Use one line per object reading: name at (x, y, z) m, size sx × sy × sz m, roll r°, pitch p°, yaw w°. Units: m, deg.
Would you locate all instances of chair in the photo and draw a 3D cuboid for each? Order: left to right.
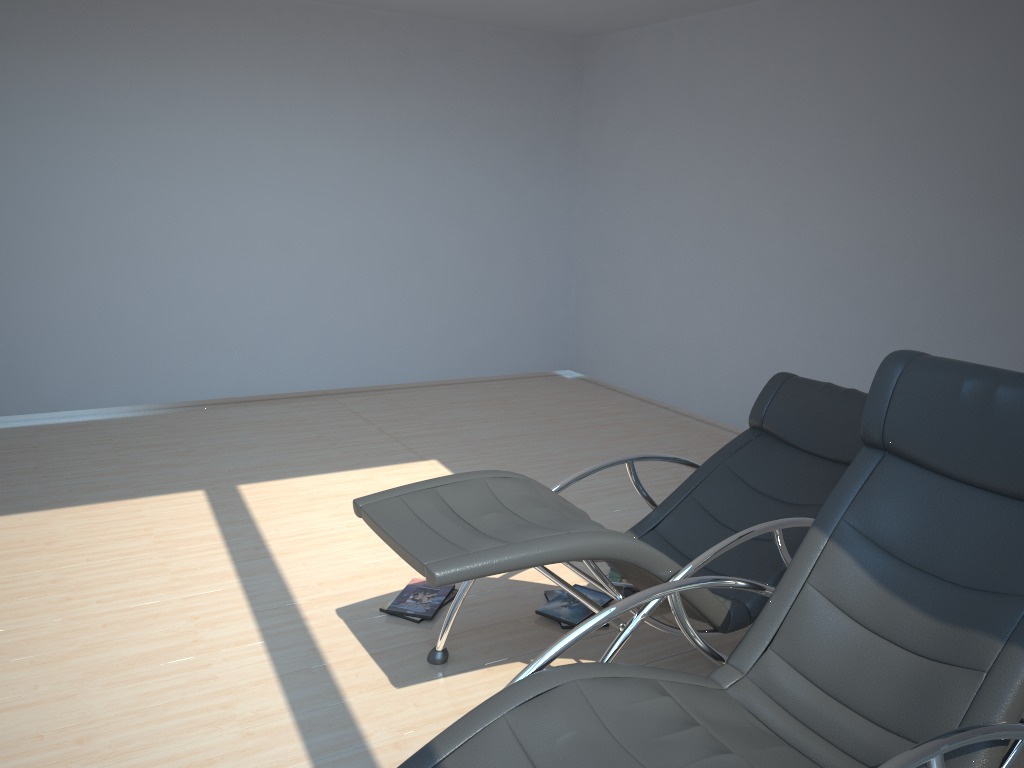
chair at (0.550, 0.548, 3.108) m, size 2.114 × 0.953 × 0.836 m, roll -5°, pitch 14°, yaw -30°
chair at (0.598, 0.640, 2.004) m, size 1.938 × 1.251 × 0.836 m, roll -5°, pitch 14°, yaw -30°

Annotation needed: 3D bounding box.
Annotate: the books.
books at (-0.742, 1.111, 2.043) m, size 1.045 × 0.222 × 4.790 m, roll 8°, pitch 14°, yaw 26°
